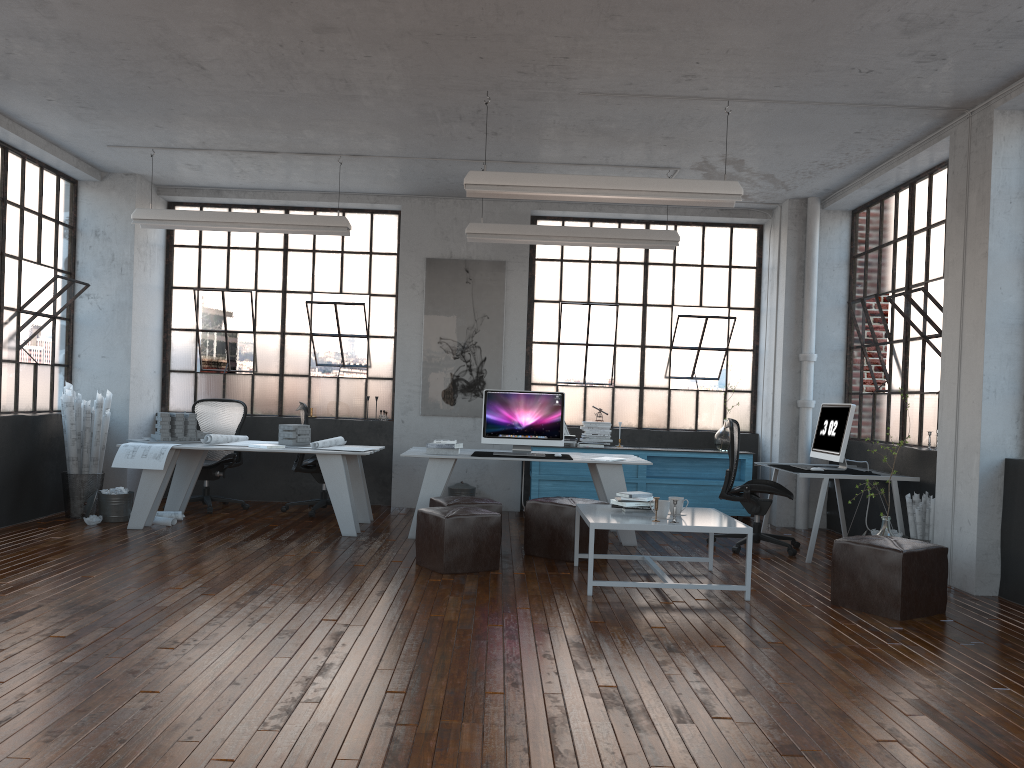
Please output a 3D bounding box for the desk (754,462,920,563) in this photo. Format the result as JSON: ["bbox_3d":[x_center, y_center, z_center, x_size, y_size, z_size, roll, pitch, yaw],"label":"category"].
[{"bbox_3d":[2.654,1.058,7.434,0.933,0.688,1.226,2,-1,-1],"label":"desk"}]

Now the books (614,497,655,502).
[{"bbox_3d":[0.846,0.788,6.031,0.275,0.014,0.200,2,-1,-1],"label":"books"}]

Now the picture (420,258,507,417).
[{"bbox_3d":[-0.510,-0.482,9.291,0.853,1.651,0.025,2,1,-1],"label":"picture"}]

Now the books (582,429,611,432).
[{"bbox_3d":[0.893,0.488,9.339,0.288,0.016,0.182,2,-1,-1],"label":"books"}]

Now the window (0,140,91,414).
[{"bbox_3d":[-4.310,-0.875,7.464,0.669,2.391,2.590,2,0,-1],"label":"window"}]

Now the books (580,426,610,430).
[{"bbox_3d":[0.870,0.465,9.338,0.296,0.028,0.180,2,-1,-1],"label":"books"}]

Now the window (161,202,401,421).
[{"bbox_3d":[-2.469,-0.772,9.584,2.590,2.391,0.669,2,0,-1],"label":"window"}]

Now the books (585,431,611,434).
[{"bbox_3d":[0.901,0.505,9.326,0.263,0.017,0.167,2,-1,-1],"label":"books"}]

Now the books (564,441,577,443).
[{"bbox_3d":[0.530,0.590,9.092,0.242,0.023,0.191,2,-1,-3],"label":"books"}]

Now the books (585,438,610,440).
[{"bbox_3d":[0.896,0.573,9.325,0.254,0.013,0.161,2,-1,-1],"label":"books"}]

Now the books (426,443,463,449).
[{"bbox_3d":[-0.567,0.520,7.489,0.257,0.044,0.193,2,-1,19],"label":"books"}]

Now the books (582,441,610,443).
[{"bbox_3d":[0.880,0.610,9.315,0.285,0.012,0.159,2,-1,-1],"label":"books"}]

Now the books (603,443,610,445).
[{"bbox_3d":[0.895,0.623,9.319,0.254,0.012,0.161,2,-1,-1],"label":"books"}]

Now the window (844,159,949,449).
[{"bbox_3d":[3.389,-0.601,7.582,0.669,2.391,2.590,2,0,-1],"label":"window"}]

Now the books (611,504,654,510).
[{"bbox_3d":[0.834,0.829,6.035,0.274,0.025,0.210,2,-1,19],"label":"books"}]

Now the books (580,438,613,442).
[{"bbox_3d":[0.883,0.590,9.325,0.331,0.025,0.176,2,-1,-1],"label":"books"}]

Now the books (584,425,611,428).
[{"bbox_3d":[0.891,0.442,9.322,0.273,0.021,0.174,2,-1,-1],"label":"books"}]

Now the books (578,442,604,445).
[{"bbox_3d":[0.809,0.610,9.107,0.251,0.012,0.202,2,-1,0],"label":"books"}]

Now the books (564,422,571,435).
[{"bbox_3d":[0.578,0.519,9.322,0.169,0.284,0.176,2,0,-1],"label":"books"}]

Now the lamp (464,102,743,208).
[{"bbox_3d":[0.623,-1.567,6.008,1.877,0.629,0.202,2,0,-1],"label":"lamp"}]

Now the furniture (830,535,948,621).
[{"bbox_3d":[2.262,1.158,5.324,0.503,0.460,0.502,2,0,-34],"label":"furniture"}]

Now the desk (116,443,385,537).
[{"bbox_3d":[-2.218,0.883,7.767,2.056,0.697,1.064,2,-1,-1],"label":"desk"}]

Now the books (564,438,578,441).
[{"bbox_3d":[0.539,0.567,9.101,0.258,0.023,0.212,2,-1,-1],"label":"books"}]

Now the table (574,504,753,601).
[{"bbox_3d":[0.954,1.087,5.869,0.991,0.445,0.972,2,-1,-1],"label":"table"}]

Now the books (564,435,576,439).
[{"bbox_3d":[0.531,0.542,9.097,0.239,0.028,0.191,2,-1,1],"label":"books"}]

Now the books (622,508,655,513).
[{"bbox_3d":[0.866,0.853,6.023,0.218,0.028,0.171,2,-1,-1],"label":"books"}]

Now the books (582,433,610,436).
[{"bbox_3d":[0.882,0.531,9.323,0.285,0.012,0.159,2,-1,-1],"label":"books"}]

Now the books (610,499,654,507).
[{"bbox_3d":[0.836,0.806,6.034,0.272,0.031,0.200,3,-1,-26],"label":"books"}]

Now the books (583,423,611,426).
[{"bbox_3d":[0.890,0.423,9.321,0.288,0.016,0.182,2,-1,-1],"label":"books"}]

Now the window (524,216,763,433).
[{"bbox_3d":[1.436,-0.633,9.646,2.590,2.391,0.669,2,0,-1],"label":"window"}]

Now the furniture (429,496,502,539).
[{"bbox_3d":[-0.363,1.083,6.759,0.480,0.439,0.480,2,0,-22],"label":"furniture"}]

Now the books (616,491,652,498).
[{"bbox_3d":[0.827,0.748,6.001,0.202,0.026,0.141,3,-1,-31],"label":"books"}]

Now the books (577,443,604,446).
[{"bbox_3d":[0.806,0.622,9.101,0.248,0.014,0.187,2,-1,-3],"label":"books"}]

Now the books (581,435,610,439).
[{"bbox_3d":[0.879,0.559,9.339,0.288,0.016,0.182,2,-1,-1],"label":"books"}]

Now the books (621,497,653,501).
[{"bbox_3d":[0.848,0.772,6.000,0.184,0.026,0.125,1,-1,29],"label":"books"}]

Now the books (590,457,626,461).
[{"bbox_3d":[0.810,0.631,7.456,0.205,0.019,0.243,1,-1,39],"label":"books"}]

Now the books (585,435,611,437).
[{"bbox_3d":[0.904,0.544,9.315,0.256,0.013,0.161,2,-1,-1],"label":"books"}]

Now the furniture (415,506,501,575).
[{"bbox_3d":[-0.377,1.076,6.145,0.471,0.431,0.471,2,0,-32],"label":"furniture"}]

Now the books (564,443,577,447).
[{"bbox_3d":[0.537,0.618,9.100,0.258,0.032,0.191,2,-1,1],"label":"books"}]

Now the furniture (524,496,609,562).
[{"bbox_3d":[0.419,1.100,6.773,0.502,0.460,0.503,2,0,38],"label":"furniture"}]

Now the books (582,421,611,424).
[{"bbox_3d":[0.885,0.407,9.310,0.288,0.016,0.182,2,-1,-1],"label":"books"}]

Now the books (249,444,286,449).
[{"bbox_3d":[-2.075,0.527,7.513,0.235,0.024,0.200,1,-1,35],"label":"books"}]

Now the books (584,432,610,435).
[{"bbox_3d":[0.894,0.519,9.317,0.254,0.012,0.161,2,-1,-1],"label":"books"}]

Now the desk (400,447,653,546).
[{"bbox_3d":[0.101,0.968,7.804,2.077,0.704,1.075,2,-1,-1],"label":"desk"}]

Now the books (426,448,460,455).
[{"bbox_3d":[-0.583,0.567,7.513,0.271,0.050,0.200,2,-1,-1],"label":"books"}]

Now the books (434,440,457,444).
[{"bbox_3d":[-0.564,0.489,7.504,0.185,0.030,0.153,2,-1,0],"label":"books"}]
